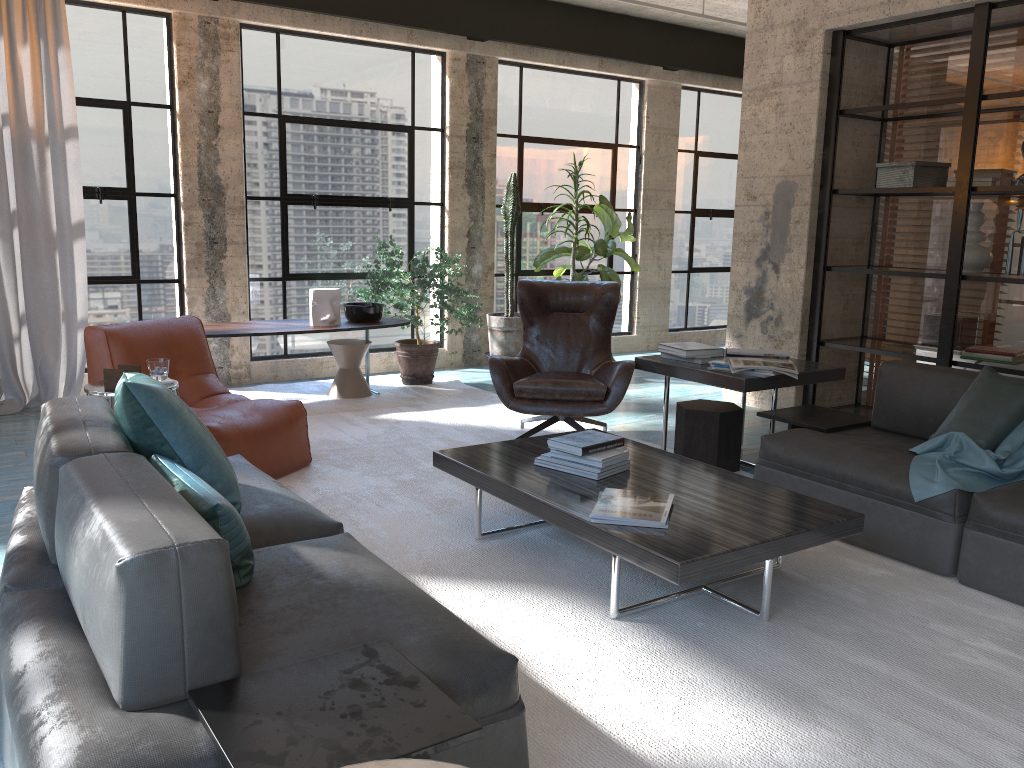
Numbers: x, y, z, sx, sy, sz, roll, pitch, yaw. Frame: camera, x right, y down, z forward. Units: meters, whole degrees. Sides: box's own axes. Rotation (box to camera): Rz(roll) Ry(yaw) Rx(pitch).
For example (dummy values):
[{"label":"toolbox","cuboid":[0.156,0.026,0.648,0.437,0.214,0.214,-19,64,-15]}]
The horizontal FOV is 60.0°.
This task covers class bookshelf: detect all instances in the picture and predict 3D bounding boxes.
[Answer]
[{"label":"bookshelf","cuboid":[3.134,-0.831,5.013,0.628,2.571,2.900,-6,13,-34]}]

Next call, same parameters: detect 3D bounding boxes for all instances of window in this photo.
[{"label":"window","cuboid":[-1.323,-1.498,7.271,1.780,2.530,0.081,-6,13,-34]},{"label":"window","cuboid":[0.539,-1.685,8.510,1.780,2.530,0.081,-6,13,-34]},{"label":"window","cuboid":[-3.185,-1.311,6.032,1.780,2.530,0.081,-6,13,-34]},{"label":"window","cuboid":[2.401,-1.871,9.749,1.780,2.530,0.081,-6,13,-34]}]

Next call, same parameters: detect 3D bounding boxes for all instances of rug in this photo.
[{"label":"rug","cuboid":[0.187,0.636,3.699,2.954,0.032,7.768,-6,13,-34]}]

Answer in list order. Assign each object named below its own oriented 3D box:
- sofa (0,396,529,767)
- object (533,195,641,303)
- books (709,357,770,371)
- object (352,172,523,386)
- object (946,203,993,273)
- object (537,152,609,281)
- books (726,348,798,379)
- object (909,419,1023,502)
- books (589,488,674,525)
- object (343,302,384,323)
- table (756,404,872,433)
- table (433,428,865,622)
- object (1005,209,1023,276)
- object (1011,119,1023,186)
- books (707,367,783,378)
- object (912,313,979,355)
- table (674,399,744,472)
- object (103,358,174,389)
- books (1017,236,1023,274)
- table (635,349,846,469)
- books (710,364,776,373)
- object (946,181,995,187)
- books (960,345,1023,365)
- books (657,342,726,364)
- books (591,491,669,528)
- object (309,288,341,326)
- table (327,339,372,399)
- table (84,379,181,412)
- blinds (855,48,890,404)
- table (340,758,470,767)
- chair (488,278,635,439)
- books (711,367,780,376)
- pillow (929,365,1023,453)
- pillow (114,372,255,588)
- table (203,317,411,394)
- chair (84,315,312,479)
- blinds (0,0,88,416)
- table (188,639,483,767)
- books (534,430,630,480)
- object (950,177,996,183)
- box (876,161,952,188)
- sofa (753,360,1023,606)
[{"label":"sofa","cuboid":[-0.918,0.483,2.531,1.019,0.680,2.063,-6,12,-33]},{"label":"object","cuboid":[0.685,-0.920,8.031,0.921,1.543,0.817,6,11,25]},{"label":"books","cuboid":[1.213,-0.106,4.560,0.318,0.011,0.252,9,13,37]},{"label":"object","cuboid":[-0.539,-0.897,7.304,0.971,1.708,1.641,8,12,31]},{"label":"object","cuboid":[2.895,-0.920,5.582,0.265,0.432,0.265,3,11,10]},{"label":"object","cuboid":[0.477,-0.977,7.428,0.523,1.863,0.629,6,11,24]},{"label":"books","cuboid":[1.259,-0.106,4.493,0.322,0.109,0.273,2,10,6]},{"label":"object","cuboid":[2.033,0.220,3.567,0.985,0.438,0.444,0,10,-8]},{"label":"books","cuboid":[0.424,0.423,3.089,0.252,0.011,0.318,4,11,15]},{"label":"object","cuboid":[-1.112,-0.535,6.656,0.307,0.129,0.307,2,10,5]},{"label":"table","cuboid":[1.506,0.348,4.412,0.420,0.390,0.413,-6,13,-34]},{"label":"table","cuboid":[0.445,0.524,3.499,0.900,0.309,1.500,-6,13,-34]},{"label":"object","cuboid":[3.059,-0.851,5.336,0.062,0.395,0.121,-5,12,-31]},{"label":"object","cuboid":[3.057,-1.348,5.206,0.180,0.394,0.178,-7,13,-39]},{"label":"books","cuboid":[1.208,-0.072,4.552,0.318,0.011,0.252,11,14,42]},{"label":"object","cuboid":[2.849,-0.330,5.766,0.284,0.231,0.335,-6,13,-34]},{"label":"table","cuboid":[1.061,0.284,4.805,0.365,0.340,0.316,6,12,25]},{"label":"object","cuboid":[-1.511,-0.040,3.611,0.206,0.096,0.287,2,10,6]},{"label":"books","cuboid":[3.269,-0.781,5.237,0.147,0.299,0.547,-6,13,-34]},{"label":"table","cuboid":[1.235,0.158,4.913,0.800,0.570,0.800,-6,13,-34]},{"label":"books","cuboid":[1.216,-0.094,4.554,0.318,0.011,0.252,8,12,32]},{"label":"object","cuboid":[2.758,-1.197,5.332,0.243,0.034,0.179,8,12,33]},{"label":"books","cuboid":[2.937,-0.177,5.396,0.231,0.068,0.319,-8,14,-42]},{"label":"books","cuboid":[0.988,-0.174,4.899,0.278,0.075,0.320,-5,12,-29]},{"label":"books","cuboid":[0.417,0.435,3.085,0.252,0.011,0.318,3,11,10]},{"label":"object","cuboid":[-1.314,-0.545,6.328,0.214,0.259,0.154,-6,13,-34]},{"label":"table","cuboid":[-1.200,-0.116,6.554,0.331,0.394,0.331,2,10,5]},{"label":"table","cuboid":[-1.562,0.298,3.694,0.549,0.603,0.549,9,13,35]},{"label":"blinds","cuboid":[3.422,-0.674,5.249,0.136,3.160,2.915,-6,13,-34]},{"label":"table","cuboid":[-0.161,0.852,1.205,0.620,0.472,0.620,-5,12,-31]},{"label":"chair","cuboid":[0.314,-0.131,5.325,0.820,0.940,0.975,2,10,6]},{"label":"books","cuboid":[1.218,-0.080,4.538,0.318,0.011,0.252,8,12,32]},{"label":"pillow","cuboid":[2.005,0.164,3.531,0.320,0.393,0.670,-4,12,-27]},{"label":"pillow","cuboid":[-0.971,0.210,2.603,0.349,0.466,1.042,-3,11,-23]},{"label":"table","cuboid":[-1.645,-0.157,6.361,2.004,0.530,0.715,-6,13,-35]},{"label":"chair","cuboid":[-1.597,0.078,4.502,0.920,0.759,0.801,6,12,25]},{"label":"blinds","cuboid":[-3.308,-1.271,5.517,1.187,2.986,0.404,-5,12,-33]},{"label":"table","cuboid":[-0.346,0.803,1.708,0.420,0.390,0.413,-6,13,-34]},{"label":"books","cuboid":[0.303,0.279,3.635,0.322,0.116,0.279,10,14,40]},{"label":"object","cuboid":[2.769,-1.225,5.327,0.227,0.024,0.166,8,13,34]},{"label":"box","cuboid":[2.533,-1.317,5.615,0.306,0.157,0.312,-3,11,-24]},{"label":"sofa","cuboid":[2.083,0.365,3.532,1.019,0.680,2.063,-6,12,-33]}]
